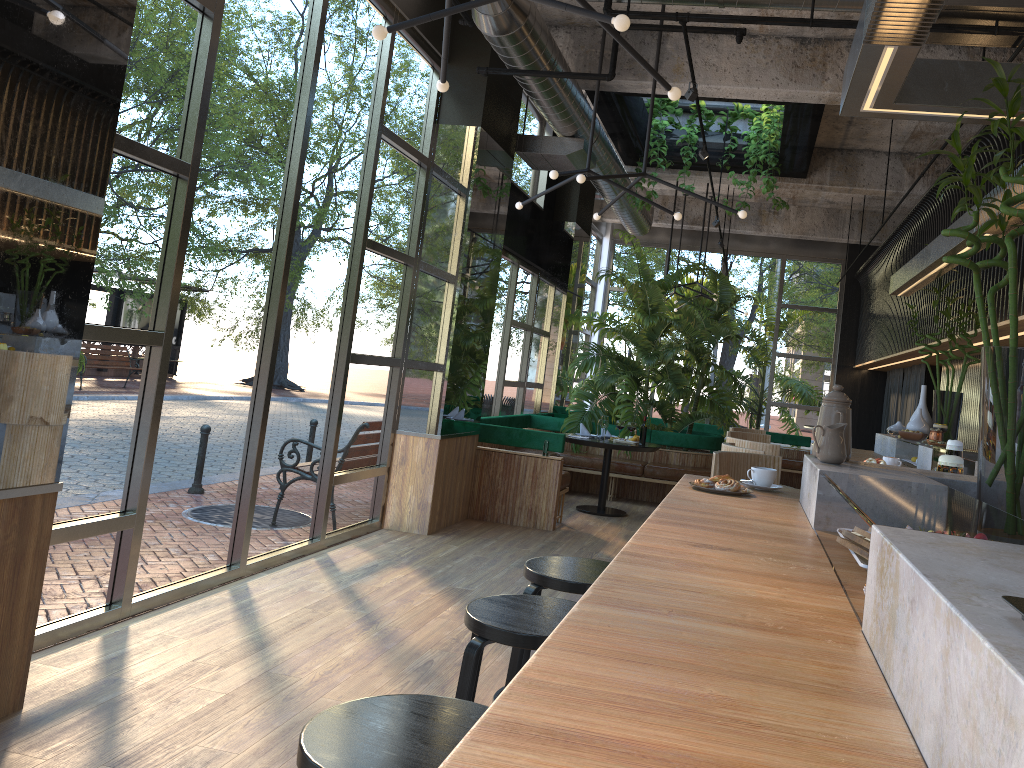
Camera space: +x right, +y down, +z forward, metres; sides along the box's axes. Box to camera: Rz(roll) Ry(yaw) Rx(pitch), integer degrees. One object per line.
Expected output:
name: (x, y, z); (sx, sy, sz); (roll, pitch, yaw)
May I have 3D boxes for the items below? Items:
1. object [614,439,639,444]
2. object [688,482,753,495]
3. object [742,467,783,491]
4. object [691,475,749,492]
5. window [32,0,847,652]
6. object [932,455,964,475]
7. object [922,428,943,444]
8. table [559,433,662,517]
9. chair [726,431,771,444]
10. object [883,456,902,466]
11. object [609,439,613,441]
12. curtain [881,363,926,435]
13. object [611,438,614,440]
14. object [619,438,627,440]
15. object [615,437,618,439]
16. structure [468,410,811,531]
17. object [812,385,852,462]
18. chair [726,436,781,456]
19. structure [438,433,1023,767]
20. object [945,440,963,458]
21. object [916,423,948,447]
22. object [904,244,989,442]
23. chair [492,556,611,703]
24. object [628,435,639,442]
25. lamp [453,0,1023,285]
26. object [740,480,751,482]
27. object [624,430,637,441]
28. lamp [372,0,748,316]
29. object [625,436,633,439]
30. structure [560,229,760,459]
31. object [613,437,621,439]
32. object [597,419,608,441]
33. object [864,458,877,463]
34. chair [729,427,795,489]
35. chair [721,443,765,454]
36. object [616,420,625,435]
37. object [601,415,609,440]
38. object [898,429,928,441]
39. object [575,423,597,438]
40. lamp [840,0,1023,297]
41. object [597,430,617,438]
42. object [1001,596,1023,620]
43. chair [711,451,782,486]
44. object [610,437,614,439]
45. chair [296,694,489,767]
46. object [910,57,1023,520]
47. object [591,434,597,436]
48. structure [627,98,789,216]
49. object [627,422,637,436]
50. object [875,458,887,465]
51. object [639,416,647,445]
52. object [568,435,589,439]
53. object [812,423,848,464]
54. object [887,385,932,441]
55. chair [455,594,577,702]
object: (1.221, 0.599, 9.262); (0.232, 0.019, 0.362); (7, 1, 23)
object: (0.675, 0.340, 2.875); (0.214, 0.013, 0.197); (6, 1, -41)
object: (0.754, 0.317, 3.002); (0.433, 0.073, 0.174); (6, 1, -42)
object: (0.679, 0.321, 2.868); (0.159, 0.053, 0.156); (7, 0, -33)
window: (0.750, -1.898, 5.066); (4.073, 6.515, 20.645); (6, 0, 15)
object: (1.845, 0.384, 3.750); (0.110, 0.172, 0.138); (7, -2, 7)
object: (2.701, 0.334, 5.710); (0.159, 0.107, 0.086); (7, -2, -32)
table: (0.973, 0.958, 9.262); (1.129, 0.754, 1.067); (7, -1, -18)
chair: (1.666, 0.835, 5.961); (0.557, 0.974, 0.534); (8, -3, -12)
object: (2.188, 0.451, 5.073); (0.134, 0.064, 0.110); (7, 0, -8)
object: (1.028, 0.580, 9.242); (0.061, 0.013, 0.150); (7, 1, 9)
curtain: (5.379, 0.763, 12.387); (0.119, 2.066, 3.319); (6, -1, 15)
object: (1.052, 0.578, 9.343); (0.032, 0.019, 0.038); (7, 0, 26)
object: (1.168, 0.576, 9.269); (0.100, 0.013, 0.225); (7, 1, 19)
object: (1.100, 0.577, 9.364); (0.032, 0.032, 0.038); (7, -1, 11)
structure: (1.514, 0.696, 4.689); (5.932, 1.553, 20.395); (7, 1, 15)
object: (1.004, 0.118, 2.778); (0.121, 0.235, 0.208); (8, -2, -18)
chair: (1.485, 0.826, 5.221); (0.524, 0.974, 0.567); (5, -4, 36)
structure: (3.594, 0.870, 3.391); (5.749, 1.736, 7.225); (7, 1, 13)
object: (1.965, 0.365, 3.956); (0.077, 0.233, 0.071); (11, -5, -44)
object: (2.602, 0.312, 5.467); (0.206, 0.135, 0.820); (7, 1, 21)
object: (3.094, -0.205, 6.303); (0.608, 1.557, 0.643); (10, -4, -38)
chair: (0.205, 0.994, 3.069); (0.509, 0.699, 0.518); (7, -2, 9)
object: (1.271, 0.563, 9.251); (0.097, 0.064, 0.165); (7, 0, -15)
lamp: (2.298, -2.228, 9.497); (3.731, 1.536, 10.160); (7, 1, 12)
object: (0.849, 0.348, 3.187); (0.029, 0.027, 0.133); (7, 1, -8)
object: (1.224, 0.529, 9.169); (0.141, 0.124, 0.099); (7, -2, -6)
lamp: (2.114, -2.017, 5.088); (5.003, 1.829, 19.167); (7, 1, 15)
object: (1.268, 0.575, 9.356); (0.063, 0.038, 0.193); (7, 0, -42)
structure: (1.903, -0.266, 11.626); (2.440, 3.452, 2.650); (7, -2, -2)
object: (1.111, 0.579, 9.427); (0.096, 0.028, 0.131); (7, 1, 28)
object: (0.921, 0.471, 9.081); (0.109, 0.210, 0.101); (10, -4, -42)
object: (1.976, 0.435, 4.907); (0.060, 0.059, 0.074); (7, -1, 4)
chair: (1.880, 0.847, 6.756); (0.531, 0.974, 0.561); (6, -3, 23)
chair: (1.268, 0.813, 4.422); (0.566, 0.974, 0.526); (8, -3, -27)
object: (1.160, 0.496, 9.562); (0.102, 0.202, 0.102); (7, -3, 2)
object: (0.960, 0.454, 9.249); (0.093, 0.246, 0.091); (7, -4, -4)
object: (2.738, 0.349, 6.082); (0.187, 0.073, 0.233); (7, 0, 33)
object: (0.791, 0.491, 9.379); (0.234, 0.139, 0.231); (7, 0, -3)
lamp: (3.578, -1.675, 3.794); (4.925, 2.140, 6.797); (7, 0, 8)
object: (1.041, 0.516, 9.666); (0.234, 0.139, 0.231); (7, 0, -3)
object: (0.593, 0.214, 0.595); (0.430, 0.019, 0.276); (7, 1, 12)
chair: (1.053, 0.800, 3.668); (0.567, 0.974, 0.525); (9, -3, -30)
object: (1.067, 0.575, 9.464); (0.024, 0.025, 0.047); (6, -1, 32)
chair: (-0.204, 0.970, 1.542); (0.514, 0.699, 0.513); (7, -2, 2)
object: (1.408, -0.341, 2.393); (0.657, 1.557, 0.596); (6, -4, 18)
object: (0.850, 0.550, 9.619); (0.163, 0.019, 0.246); (6, 1, -26)
structure: (2.439, -2.628, 10.261); (2.079, 1.523, 1.468); (6, -2, 42)
object: (1.274, 0.510, 9.497); (0.102, 0.202, 0.102); (7, -3, 2)
object: (2.030, 0.441, 4.912); (0.071, 0.060, 0.127); (7, 0, -17)
object: (1.350, 0.476, 9.109); (0.066, 0.300, 0.070); (5, -5, 29)
object: (0.706, 0.541, 9.124); (0.251, 0.019, 0.160); (7, 1, 12)
object: (0.925, 0.169, 2.582); (0.097, 0.120, 0.089); (6, -3, 22)
object: (2.886, 0.201, 6.319); (0.327, 0.399, 0.307); (8, -3, -28)
chair: (0.035, 0.984, 2.434); (0.513, 0.699, 0.514); (7, -2, 4)
